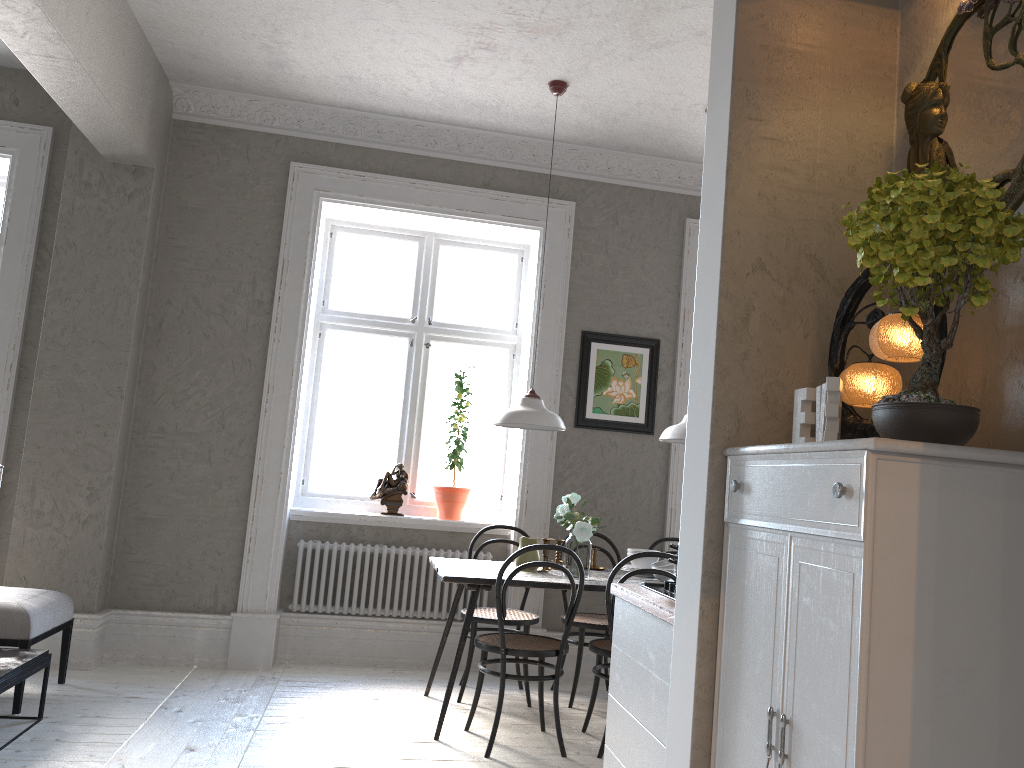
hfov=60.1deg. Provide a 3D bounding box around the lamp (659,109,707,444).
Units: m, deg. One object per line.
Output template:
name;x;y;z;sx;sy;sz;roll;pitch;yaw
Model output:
lamp;1.050;-0.601;4.813;0.380;1.859;0.378;5;-7;-2

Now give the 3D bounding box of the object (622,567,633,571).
object;0.707;1.013;4.796;0.242;0.027;0.232;10;-8;-41

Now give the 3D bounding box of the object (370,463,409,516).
object;-0.769;0.653;5.542;0.238;0.329;0.119;6;-7;-8

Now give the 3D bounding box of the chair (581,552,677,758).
chair;0.584;1.227;4.132;0.438;0.921;0.548;5;-6;-2

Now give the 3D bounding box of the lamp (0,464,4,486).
lamp;-2.208;0.686;3.651;0.135;0.839;0.256;2;-7;26

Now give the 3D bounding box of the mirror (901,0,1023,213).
mirror;1.024;-0.622;1.971;0.071;0.594;0.529;6;-7;-8

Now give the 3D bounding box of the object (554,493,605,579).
object;0.326;0.751;4.403;0.253;0.414;0.309;6;-7;-11

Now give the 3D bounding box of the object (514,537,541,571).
object;0.079;0.875;4.585;0.146;0.170;0.138;-1;-9;42

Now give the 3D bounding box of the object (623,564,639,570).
object;0.708;1.005;4.797;0.235;0.027;0.239;3;-7;13

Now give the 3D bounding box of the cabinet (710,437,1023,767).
cabinet;0.675;0.781;1.776;0.386;1.298;0.661;6;-7;-9

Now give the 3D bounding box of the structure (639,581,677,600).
structure;0.770;0.679;2.846;0.610;0.031;0.492;6;-6;-10

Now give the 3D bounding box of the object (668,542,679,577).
object;0.626;0.583;2.905;0.196;0.147;0.186;8;-7;-30

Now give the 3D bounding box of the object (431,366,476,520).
object;-0.355;0.366;5.654;0.265;0.992;0.275;1;-8;30

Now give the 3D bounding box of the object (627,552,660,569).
object;0.710;0.969;4.802;0.182;0.094;0.177;7;-7;-18

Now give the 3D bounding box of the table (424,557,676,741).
table;0.524;1.364;4.561;1.934;0.735;0.898;6;-7;-10

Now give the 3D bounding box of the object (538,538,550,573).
object;0.169;0.879;4.547;0.059;0.167;0.059;4;-7;4

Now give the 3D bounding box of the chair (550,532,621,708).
chair;0.481;1.320;5.048;0.442;0.921;0.544;6;-7;-12

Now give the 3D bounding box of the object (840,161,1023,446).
object;0.800;-0.151;1.706;0.335;0.553;0.302;2;-7;24

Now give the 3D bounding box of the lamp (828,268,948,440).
lamp;0.826;-0.003;1.980;0.172;0.558;0.449;5;-6;-1

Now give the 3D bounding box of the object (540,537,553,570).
object;0.186;0.892;4.674;0.061;0.172;0.062;4;-7;12

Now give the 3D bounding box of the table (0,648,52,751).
table;-2.576;1.187;3.269;1.319;0.303;0.843;6;-6;-10

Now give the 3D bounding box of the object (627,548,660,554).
object;0.712;0.949;4.804;0.182;0.094;0.177;7;-7;-18

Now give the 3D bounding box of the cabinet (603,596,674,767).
cabinet;2.063;1.324;3.661;1.947;0.855;4.280;0;-8;37

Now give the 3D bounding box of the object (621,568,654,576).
object;0.706;1.022;4.795;0.236;0.027;0.239;4;-6;8

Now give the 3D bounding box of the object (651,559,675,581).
object;0.784;0.960;4.596;0.127;0.119;0.125;4;-6;6

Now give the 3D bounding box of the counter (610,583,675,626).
counter;1.886;0.946;4.123;3.415;0.039;3.137;6;-6;-9

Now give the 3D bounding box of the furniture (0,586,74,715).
furniture;-2.558;1.177;4.056;0.834;0.476;0.579;6;-7;-10

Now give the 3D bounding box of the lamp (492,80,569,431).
lamp;0.168;-0.692;4.650;0.373;1.859;0.386;1;-7;28

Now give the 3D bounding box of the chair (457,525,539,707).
chair;-0.066;1.264;4.943;0.438;0.921;0.548;5;-6;-2

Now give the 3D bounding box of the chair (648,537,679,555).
chair;0.963;1.368;5.120;0.437;0.921;0.550;5;-6;3

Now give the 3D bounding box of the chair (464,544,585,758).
chair;0.058;1.172;4.030;0.442;0.921;0.544;6;-7;-12

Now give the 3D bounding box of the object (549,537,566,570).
object;0.248;0.906;4.746;0.097;0.172;0.094;8;-7;-28

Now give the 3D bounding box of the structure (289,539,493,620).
structure;-0.709;1.201;5.402;1.234;0.428;0.147;6;-7;-12

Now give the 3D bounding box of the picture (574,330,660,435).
picture;0.672;-0.006;5.617;0.525;0.620;0.020;6;-7;-10

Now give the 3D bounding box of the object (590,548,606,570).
object;0.459;0.974;4.930;0.142;0.112;0.137;8;-7;-27
